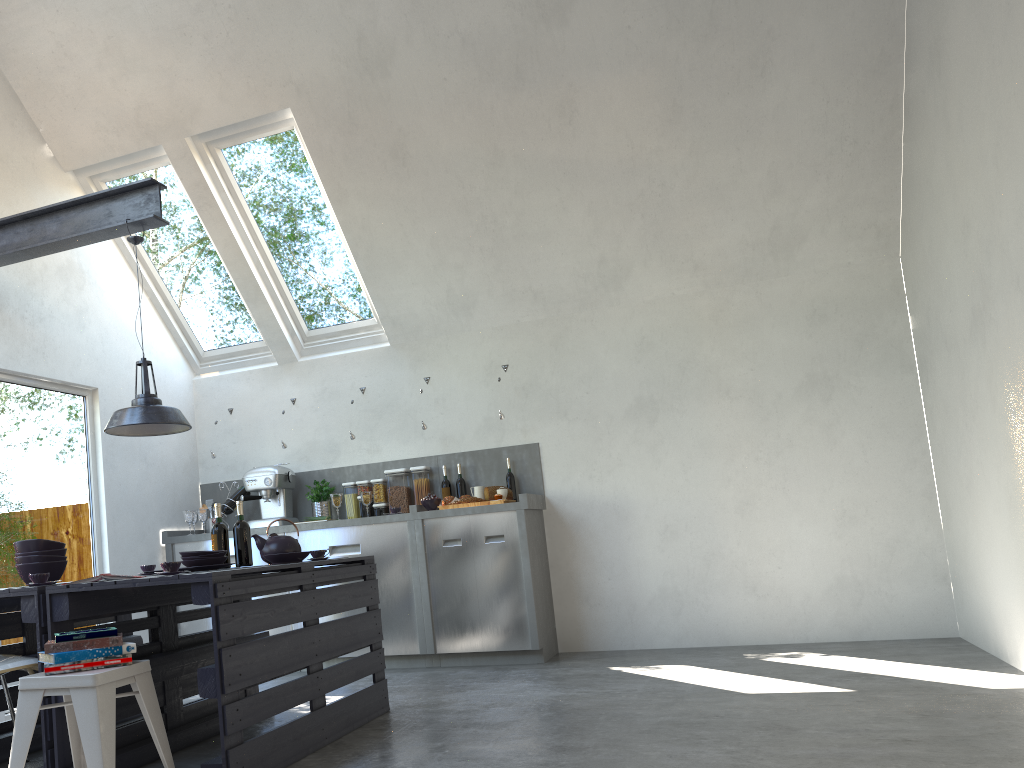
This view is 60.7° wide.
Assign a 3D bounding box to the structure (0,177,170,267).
[{"bbox_3d":[-3.021,-0.752,4.913,2.631,0.207,0.131,-8,-8,20],"label":"structure"}]

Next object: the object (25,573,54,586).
[{"bbox_3d":[-2.012,0.833,3.727,0.118,0.056,0.116,-6,-9,4],"label":"object"}]

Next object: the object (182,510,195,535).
[{"bbox_3d":[-2.461,1.061,6.678,0.101,0.190,0.096,-7,-7,11],"label":"object"}]

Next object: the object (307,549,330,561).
[{"bbox_3d":[-0.965,0.852,4.354,0.119,0.056,0.114,-7,-9,9],"label":"object"}]

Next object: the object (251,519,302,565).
[{"bbox_3d":[-1.175,0.798,4.424,0.221,0.230,0.211,-8,-8,19],"label":"object"}]

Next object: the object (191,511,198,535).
[{"bbox_3d":[-2.480,1.087,6.821,0.096,0.190,0.101,-4,-7,-12],"label":"object"}]

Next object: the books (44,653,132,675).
[{"bbox_3d":[-1.504,0.986,3.100,0.271,0.035,0.209,0,-11,-26],"label":"books"}]

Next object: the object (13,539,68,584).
[{"bbox_3d":[-2.176,0.826,4.044,0.202,0.212,0.207,-8,-8,18],"label":"object"}]

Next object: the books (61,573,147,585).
[{"bbox_3d":[-1.665,0.791,3.582,0.296,0.030,0.232,-2,-10,-14],"label":"books"}]

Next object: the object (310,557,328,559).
[{"bbox_3d":[-0.945,0.860,4.312,0.029,0.013,0.126,-10,-11,26],"label":"object"}]

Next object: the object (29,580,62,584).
[{"bbox_3d":[-2.010,0.856,3.767,0.124,0.013,0.029,2,-12,-35],"label":"object"}]

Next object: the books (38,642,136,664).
[{"bbox_3d":[-1.508,0.952,3.103,0.268,0.033,0.211,4,-13,-41],"label":"books"}]

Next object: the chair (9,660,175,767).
[{"bbox_3d":[-1.471,1.250,3.056,0.433,0.500,0.428,-7,-8,12],"label":"chair"}]

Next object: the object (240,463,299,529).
[{"bbox_3d":[-1.856,0.855,6.683,0.372,0.496,0.416,-8,-8,16],"label":"object"}]

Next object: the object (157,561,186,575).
[{"bbox_3d":[-1.382,0.747,3.548,0.122,0.056,0.111,-9,-10,24],"label":"object"}]

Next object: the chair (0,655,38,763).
[{"bbox_3d":[-2.280,1.240,3.548,0.727,0.812,0.743,2,-10,-43],"label":"chair"}]

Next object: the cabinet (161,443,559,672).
[{"bbox_3d":[-1.181,1.311,6.395,2.973,1.466,0.549,-8,-7,19],"label":"cabinet"}]

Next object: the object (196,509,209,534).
[{"bbox_3d":[-2.367,1.059,6.715,0.105,0.190,0.092,-11,-9,39],"label":"object"}]

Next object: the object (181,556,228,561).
[{"bbox_3d":[-1.516,0.871,4.313,0.240,0.062,0.220,-9,-10,21],"label":"object"}]

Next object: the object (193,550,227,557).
[{"bbox_3d":[-1.518,0.860,4.318,0.240,0.062,0.220,-9,-10,21],"label":"object"}]

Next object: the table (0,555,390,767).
[{"bbox_3d":[-1.625,1.292,4.101,1.668,0.790,1.461,-8,-9,17],"label":"table"}]

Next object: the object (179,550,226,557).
[{"bbox_3d":[-1.526,0.848,4.319,0.238,0.058,0.222,-8,-10,16],"label":"object"}]

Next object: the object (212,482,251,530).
[{"bbox_3d":[-2.211,0.956,6.800,0.312,0.390,0.250,2,-10,-44],"label":"object"}]

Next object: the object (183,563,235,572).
[{"bbox_3d":[-1.513,0.907,4.312,0.278,0.024,0.316,4,-13,-41],"label":"object"}]

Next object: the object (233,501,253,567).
[{"bbox_3d":[-1.417,0.786,4.590,0.086,0.342,0.097,-1,-8,-40],"label":"object"}]

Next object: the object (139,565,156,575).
[{"bbox_3d":[-1.962,1.002,4.719,0.118,0.056,0.116,-6,-9,4],"label":"object"}]

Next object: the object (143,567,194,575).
[{"bbox_3d":[-1.595,0.871,4.061,0.246,0.019,0.225,-9,-11,21],"label":"object"}]

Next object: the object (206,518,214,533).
[{"bbox_3d":[-2.395,1.140,7.000,0.101,0.131,0.113,-1,-9,-32],"label":"object"}]

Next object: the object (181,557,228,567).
[{"bbox_3d":[-1.516,0.887,4.312,0.217,0.047,0.244,1,-12,-32],"label":"object"}]

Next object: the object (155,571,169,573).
[{"bbox_3d":[-1.422,0.766,3.544,0.141,0.013,0.026,-14,-13,43],"label":"object"}]

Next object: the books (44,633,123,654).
[{"bbox_3d":[-1.517,0.920,3.108,0.244,0.032,0.183,-1,-10,-21],"label":"books"}]

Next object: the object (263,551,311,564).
[{"bbox_3d":[-1.069,0.829,4.161,0.217,0.047,0.244,1,-12,-32],"label":"object"}]

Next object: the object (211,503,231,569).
[{"bbox_3d":[-1.545,0.803,4.627,0.086,0.342,0.097,-1,-7,-35],"label":"object"}]

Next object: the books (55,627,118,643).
[{"bbox_3d":[-1.516,0.892,3.111,0.195,0.025,0.152,0,-11,-26],"label":"books"}]
